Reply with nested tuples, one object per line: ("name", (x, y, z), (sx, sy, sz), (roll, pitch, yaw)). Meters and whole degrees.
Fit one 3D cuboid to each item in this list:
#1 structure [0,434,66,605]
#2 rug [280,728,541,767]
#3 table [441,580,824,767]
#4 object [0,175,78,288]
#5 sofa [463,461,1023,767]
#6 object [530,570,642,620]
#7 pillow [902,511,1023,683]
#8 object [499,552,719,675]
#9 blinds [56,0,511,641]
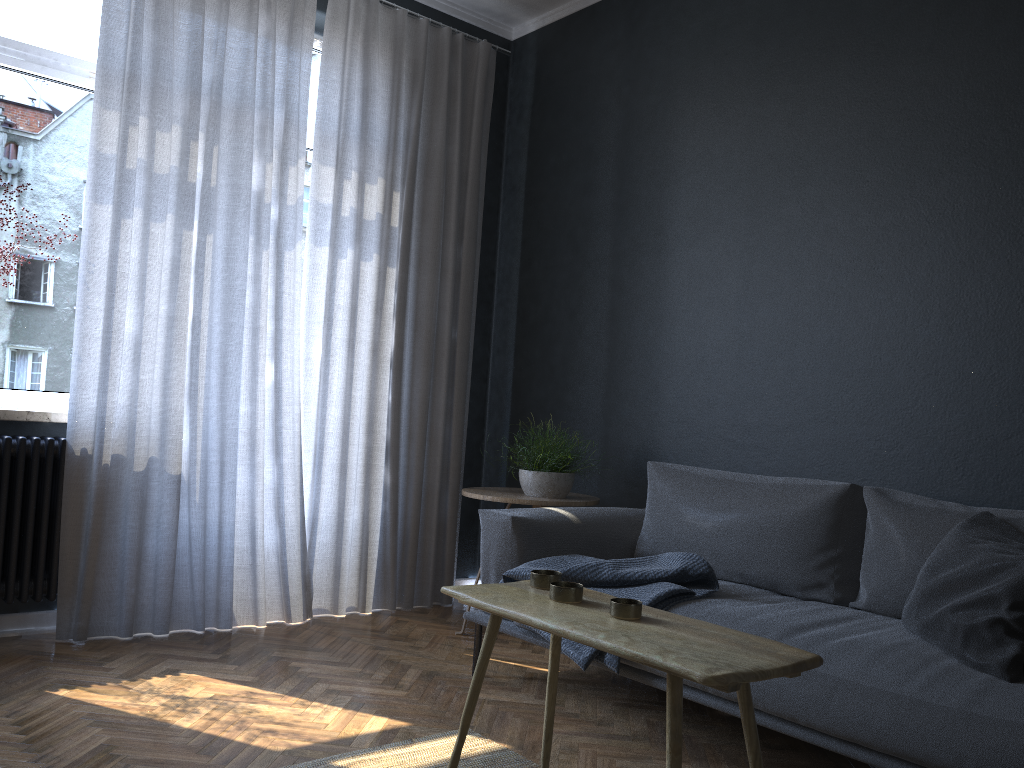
("structure", (-2.318, 0.439, 2.852), (1.848, 0.600, 0.215), (6, -2, -39))
("rug", (0.116, 0.993, 1.535), (1.004, 0.013, 2.010), (6, -3, -39))
("table", (0.180, 0.733, 1.755), (0.340, 0.549, 0.787), (5, -2, -39))
("object", (-1.940, -0.323, 3.174), (0.599, 0.809, 0.515), (3, -2, 25))
("sofa", (0.903, 0.689, 2.619), (0.971, 0.798, 2.339), (5, -3, -40))
("object", (0.135, 0.444, 1.883), (0.103, 0.033, 0.369), (5, -3, -29))
("pillow", (1.269, 0.514, 2.109), (0.442, 0.361, 0.797), (5, -2, -21))
("object", (0.299, 0.683, 2.869), (0.490, 0.329, 0.666), (5, -3, -35))
("blinds", (-1.681, -0.459, 3.267), (3.995, 2.787, 0.312), (5, -2, -39))
